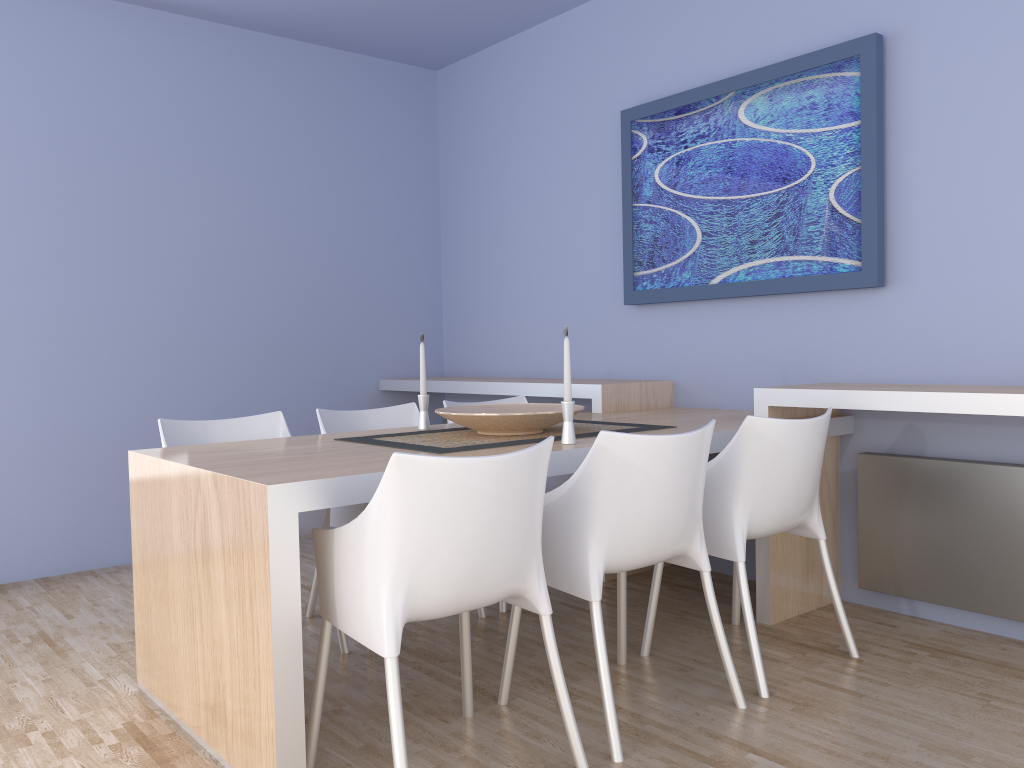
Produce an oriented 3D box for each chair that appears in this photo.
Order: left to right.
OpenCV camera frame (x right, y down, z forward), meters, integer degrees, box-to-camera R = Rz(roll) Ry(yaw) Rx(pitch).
[{"bbox_3d":[-0.893,0.505,2.969,0.510,0.793,0.486,-3,3,-39],"label":"chair"},{"bbox_3d":[-0.447,0.481,3.331,0.510,0.793,0.486,-3,3,-39],"label":"chair"},{"bbox_3d":[-0.169,0.523,2.079,0.510,0.793,0.486,-3,3,-39],"label":"chair"},{"bbox_3d":[-0.002,0.457,3.692,0.510,0.793,0.486,-3,3,-39],"label":"chair"},{"bbox_3d":[0.293,0.498,2.454,0.510,0.793,0.486,-3,3,-38],"label":"chair"},{"bbox_3d":[0.748,0.474,2.824,0.510,0.793,0.486,-3,3,-39],"label":"chair"}]

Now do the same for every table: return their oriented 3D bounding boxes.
[{"bbox_3d":[0.079,0.518,3.022,2.340,0.718,1.002,-3,3,-39],"label":"table"}]

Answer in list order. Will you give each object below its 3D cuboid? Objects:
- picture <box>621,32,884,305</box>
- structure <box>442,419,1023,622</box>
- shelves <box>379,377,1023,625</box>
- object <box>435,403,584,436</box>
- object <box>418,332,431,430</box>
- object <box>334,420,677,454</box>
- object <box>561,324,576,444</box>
[{"bbox_3d":[0.928,-0.811,3.672,0.049,0.901,1.252,-3,3,-39],"label":"picture"},{"bbox_3d":[0.821,0.493,3.888,0.064,0.503,3.843,-3,3,-39],"label":"structure"},{"bbox_3d":[0.637,0.414,3.823,0.463,0.840,3.901,-3,3,-39],"label":"shelves"},{"bbox_3d":[-0.007,0.120,2.937,0.493,0.081,0.493,-2,2,-21],"label":"object"},{"bbox_3d":[-0.317,-0.013,3.167,0.045,0.349,0.045,-1,2,3],"label":"object"},{"bbox_3d":[-0.005,0.162,2.934,0.986,0.005,0.594,-3,3,-40],"label":"object"},{"bbox_3d":[0.161,-0.001,2.577,0.045,0.349,0.045,-3,3,-39],"label":"object"}]
